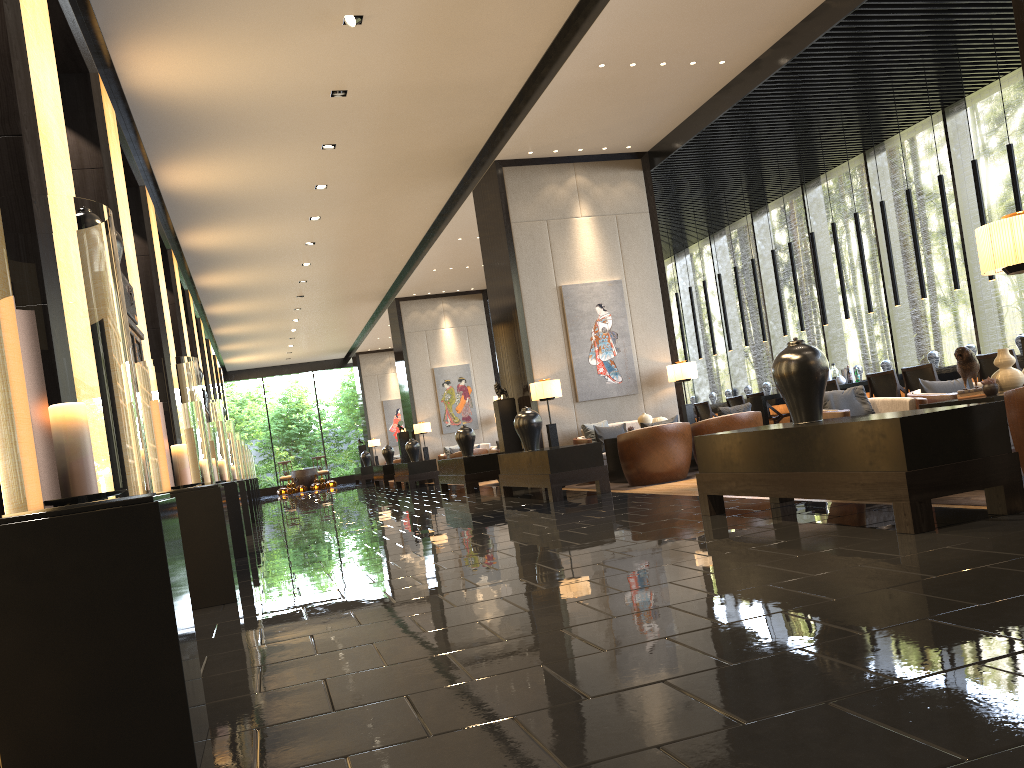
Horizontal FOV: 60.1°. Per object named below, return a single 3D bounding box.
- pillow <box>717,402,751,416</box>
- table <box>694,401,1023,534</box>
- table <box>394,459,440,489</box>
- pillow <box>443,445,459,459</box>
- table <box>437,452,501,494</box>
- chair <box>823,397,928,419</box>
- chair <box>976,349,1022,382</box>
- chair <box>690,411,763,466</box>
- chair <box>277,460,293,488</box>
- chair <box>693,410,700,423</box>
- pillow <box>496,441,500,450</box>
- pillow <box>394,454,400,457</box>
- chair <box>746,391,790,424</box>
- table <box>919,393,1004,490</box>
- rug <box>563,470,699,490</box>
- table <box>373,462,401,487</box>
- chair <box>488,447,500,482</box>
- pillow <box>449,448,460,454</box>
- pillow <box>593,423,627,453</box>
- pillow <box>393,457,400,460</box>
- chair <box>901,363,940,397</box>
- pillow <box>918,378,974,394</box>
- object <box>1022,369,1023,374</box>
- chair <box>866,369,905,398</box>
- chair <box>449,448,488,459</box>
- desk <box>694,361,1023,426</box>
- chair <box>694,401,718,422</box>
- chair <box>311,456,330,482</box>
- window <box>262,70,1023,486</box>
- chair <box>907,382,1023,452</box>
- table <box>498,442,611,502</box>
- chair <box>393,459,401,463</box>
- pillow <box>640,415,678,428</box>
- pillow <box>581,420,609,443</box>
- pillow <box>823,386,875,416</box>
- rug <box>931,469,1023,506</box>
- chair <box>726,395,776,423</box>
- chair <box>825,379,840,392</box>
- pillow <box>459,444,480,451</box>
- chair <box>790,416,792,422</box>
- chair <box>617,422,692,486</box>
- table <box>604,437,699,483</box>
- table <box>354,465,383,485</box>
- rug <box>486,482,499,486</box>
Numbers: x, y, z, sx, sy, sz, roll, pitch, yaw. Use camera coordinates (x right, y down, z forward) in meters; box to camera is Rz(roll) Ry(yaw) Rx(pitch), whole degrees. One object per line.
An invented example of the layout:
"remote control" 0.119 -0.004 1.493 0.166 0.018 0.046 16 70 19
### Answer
"pillow" 2.366 0.400 9.418 0.398 0.362 0.223 -8 -1 -15
"table" 1.751 0.461 4.889 0.619 0.512 1.967 -8 -3 -16
"table" -1.998 1.867 18.369 0.619 0.512 1.967 -8 -3 -16
"pillow" -1.288 1.555 19.605 0.431 0.399 0.202 -7 -2 -38
"table" -0.635 1.356 13.467 0.619 0.512 1.967 -8 -3 -16
"chair" 2.377 0.403 6.014 0.802 0.604 0.608 -8 -2 -16
"chair" 4.749 0.087 8.334 0.562 0.827 0.527 -8 -1 -16
"chair" 2.367 0.626 9.531 0.802 0.604 0.608 -8 -2 -16
"chair" -7.533 3.118 29.631 0.519 1.076 0.538 -8 -1 -16
"chair" 3.048 0.724 14.448 0.562 0.827 0.527 -8 -1 -16
"pillow" -0.047 1.086 14.623 0.398 0.362 0.223 -8 -1 -15
"pillow" -3.705 2.460 28.293 0.431 0.399 0.202 -7 -2 -38
"chair" 3.627 0.507 12.366 0.562 0.827 0.527 -8 -1 -16
"table" 3.081 0.290 5.239 1.039 0.517 0.577 -8 -2 -16
"rug" 1.773 1.061 10.269 1.953 0.008 2.250 -7 -4 -16
"table" -3.034 2.255 22.091 0.619 0.512 1.967 -8 -3 -16
"chair" 0.015 1.288 14.508 0.802 0.604 0.608 -8 -2 -16
"pillow" -1.147 1.547 19.483 0.470 0.361 0.220 -8 -1 -19
"pillow" 1.228 0.656 10.942 0.470 0.361 0.220 -8 -1 -19
"pillow" -3.564 2.453 28.171 0.470 0.361 0.220 -8 -1 -19
"chair" 4.477 0.188 9.309 0.562 0.827 0.527 -8 -1 -16
"pillow" 3.133 0.098 6.364 0.441 0.338 0.205 -8 -1 -9
"object" 3.143 -0.066 5.218 0.246 0.168 0.244 -10 -3 32
"chair" 4.323 0.246 9.862 0.562 0.827 0.527 -8 -1 -16
"chair" -0.824 1.623 17.840 0.802 0.604 0.608 -8 -2 -16
"desk" 2.801 0.935 16.725 1.776 0.759 28.836 -8 -4 -16
"chair" 3.202 0.667 13.895 0.562 0.827 0.527 -8 -1 -16
"chair" -6.459 2.978 29.937 0.519 1.076 0.538 -8 -1 -16
"window" -1.666 -0.199 16.066 12.027 4.224 31.999 -7 -4 -16
"chair" 3.192 0.297 6.246 0.802 0.604 0.608 -8 -2 -16
"table" 0.400 0.968 9.745 0.619 0.512 1.967 -8 -3 -16
"chair" -3.240 2.529 26.529 0.802 0.604 0.608 -8 -2 -16
"pillow" 1.549 0.510 9.183 0.441 0.338 0.205 -8 -1 -9
"pillow" 1.087 0.664 11.064 0.431 0.399 0.202 -7 -2 -38
"pillow" 2.315 0.200 6.129 0.398 0.362 0.223 -8 -1 -15
"rug" 3.150 0.545 5.317 2.036 0.008 2.250 -7 -4 -16
"chair" 3.473 0.565 12.920 0.562 0.827 0.527 -8 -1 -16
"chair" 4.052 0.348 10.837 0.562 0.827 0.527 -8 -1 -16
"pillow" -0.826 1.401 17.724 0.441 0.338 0.205 -8 -1 -9
"chair" 3.898 0.406 11.391 0.562 0.827 0.527 -8 -1 -16
"chair" 1.552 0.732 9.299 0.802 0.604 0.608 -8 -2 -16
"table" 1.686 0.813 10.258 1.039 0.517 0.577 -8 -2 -16
"table" -4.403 2.768 27.016 0.619 0.512 1.967 -8 -3 -16
"rug" 0.776 1.435 13.854 2.036 0.008 2.250 -7 -4 -16
